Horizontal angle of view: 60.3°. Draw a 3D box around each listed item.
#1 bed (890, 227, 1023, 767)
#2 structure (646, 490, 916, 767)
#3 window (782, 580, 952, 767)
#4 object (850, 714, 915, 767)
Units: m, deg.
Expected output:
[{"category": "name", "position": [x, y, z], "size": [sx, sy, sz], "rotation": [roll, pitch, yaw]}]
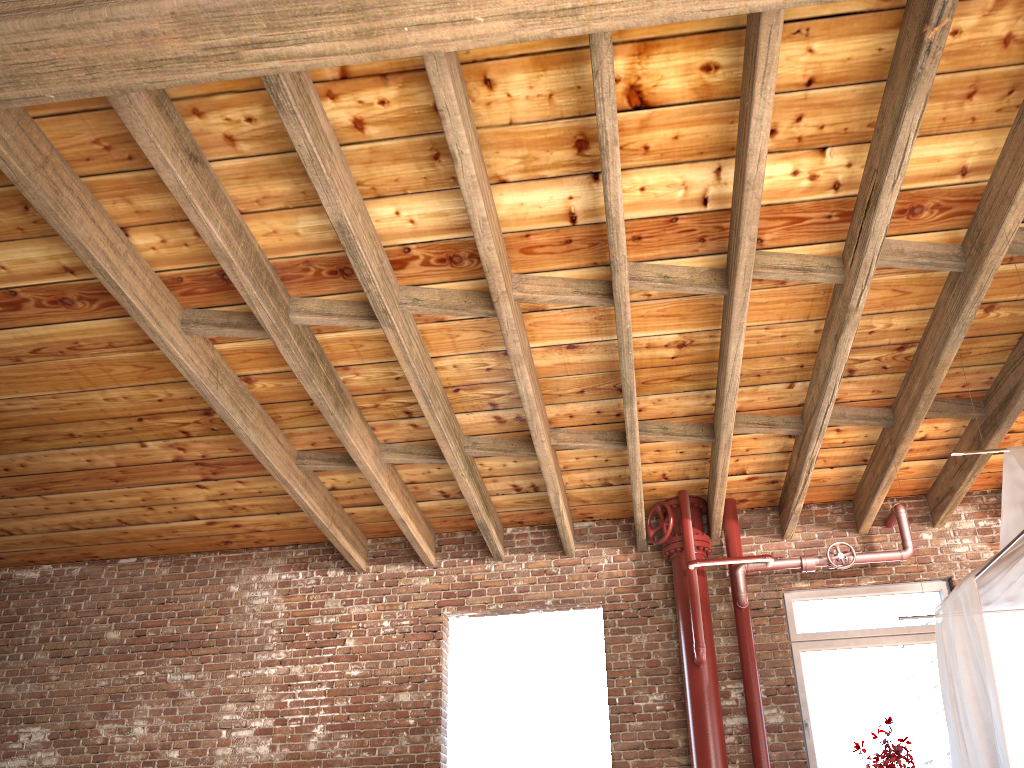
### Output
[{"category": "bed", "position": [3.327, 0.955, 4.331], "size": [2.457, 3.752, 2.804], "rotation": [-5, -27, 7]}, {"category": "structure", "position": [2.058, 2.303, 6.267], "size": [1.967, 3.347, 0.606], "rotation": [-4, -26, 5]}, {"category": "window", "position": [2.768, 2.375, 6.570], "size": [1.324, 1.787, 0.176], "rotation": [-5, -26, 6]}, {"category": "object", "position": [2.627, 2.714, 6.123], "size": [0.410, 0.812, 0.415], "rotation": [-3, -26, 2]}]
